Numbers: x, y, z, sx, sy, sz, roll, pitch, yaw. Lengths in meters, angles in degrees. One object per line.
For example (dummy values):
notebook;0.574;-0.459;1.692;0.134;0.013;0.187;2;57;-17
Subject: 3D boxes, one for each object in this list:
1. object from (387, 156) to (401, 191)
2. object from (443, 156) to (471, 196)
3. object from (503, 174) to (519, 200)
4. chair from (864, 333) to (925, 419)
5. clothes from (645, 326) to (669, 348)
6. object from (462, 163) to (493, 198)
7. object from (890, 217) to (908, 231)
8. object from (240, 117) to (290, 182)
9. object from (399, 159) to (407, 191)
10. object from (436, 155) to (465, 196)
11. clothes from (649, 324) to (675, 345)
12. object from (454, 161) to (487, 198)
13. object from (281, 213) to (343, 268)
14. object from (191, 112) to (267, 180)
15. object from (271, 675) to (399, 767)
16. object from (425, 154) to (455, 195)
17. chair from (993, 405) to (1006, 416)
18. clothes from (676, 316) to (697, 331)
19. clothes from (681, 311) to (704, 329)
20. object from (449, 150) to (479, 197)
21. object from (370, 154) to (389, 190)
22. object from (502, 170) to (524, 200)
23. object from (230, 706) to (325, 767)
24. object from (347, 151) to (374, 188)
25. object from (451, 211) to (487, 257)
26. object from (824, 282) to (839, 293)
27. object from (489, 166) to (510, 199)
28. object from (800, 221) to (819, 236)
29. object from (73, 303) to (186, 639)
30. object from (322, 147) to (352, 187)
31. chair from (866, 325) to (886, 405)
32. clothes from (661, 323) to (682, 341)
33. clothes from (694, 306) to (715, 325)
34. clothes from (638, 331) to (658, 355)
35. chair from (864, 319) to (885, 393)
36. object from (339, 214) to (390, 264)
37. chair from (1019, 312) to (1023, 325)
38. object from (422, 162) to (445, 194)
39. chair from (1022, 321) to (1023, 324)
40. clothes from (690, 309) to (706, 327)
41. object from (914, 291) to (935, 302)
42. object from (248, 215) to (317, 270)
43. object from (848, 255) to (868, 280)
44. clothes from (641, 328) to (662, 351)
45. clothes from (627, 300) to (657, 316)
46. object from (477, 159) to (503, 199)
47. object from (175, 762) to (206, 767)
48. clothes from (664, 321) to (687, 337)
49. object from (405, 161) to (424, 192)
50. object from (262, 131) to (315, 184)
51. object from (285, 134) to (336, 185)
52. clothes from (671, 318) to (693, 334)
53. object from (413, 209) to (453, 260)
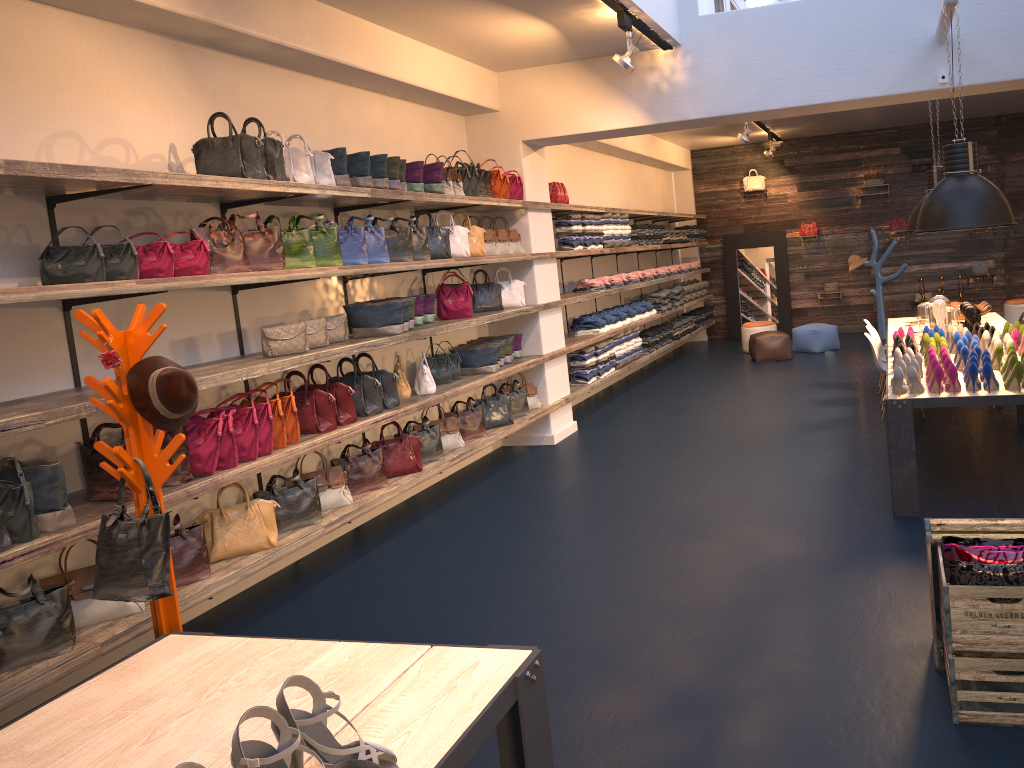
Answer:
object;-0.944;-1.420;5.945;0.402;0.234;0.185;-3;7;13
object;-0.472;-1.666;7.005;0.282;0.351;0.142;-4;6;14
object;-0.063;-1.790;7.925;0.321;0.282;0.241;-10;8;-33
chair;3.697;-0.106;8.364;0.518;0.797;0.491;-3;6;19
clothes;2.050;-0.674;12.394;0.334;0.297;0.323;-3;7;21
object;-0.333;-1.753;7.519;0.352;0.337;0.232;-2;7;26
object;6.685;-2.765;14.999;0.316;0.253;0.141;-5;6;5
object;-1.456;-1.294;4.846;0.404;0.384;0.203;-3;6;19
object;-0.920;-1.451;6.145;0.397;0.234;0.187;-3;7;18
object;-0.545;-1.633;6.839;0.328;0.333;0.177;-1;7;30
clothes;2.187;-0.730;12.710;0.329;0.297;0.328;-2;7;27
object;-0.393;-1.720;7.329;0.314;0.336;0.266;-9;7;-27
object;-1.204;-0.869;5.281;0.407;0.337;0.200;-10;7;-33
object;-1.521;-1.262;4.653;0.412;0.384;0.200;-4;6;12
object;-0.361;0.710;1.777;0.266;0.222;0.125;-3;6;18
object;-0.615;-1.604;6.679;0.328;0.333;0.177;-1;7;30
chair;4.728;-0.148;8.047;0.526;0.797;0.484;-4;6;13
clothes;2.844;-0.998;14.373;0.397;0.250;0.365;-3;7;18
clothes;3.069;-1.088;14.720;0.349;0.297;0.347;-2;7;23
object;-0.416;-1.717;7.137;0.282;0.408;0.142;-4;6;14
object;-0.999;-1.392;5.757;0.405;0.231;0.184;-4;6;11
object;-0.034;-1.825;8.026;0.261;0.309;0.207;-7;6;-18
object;-0.412;0.733;1.647;0.266;0.222;0.125;-3;6;19
object;-1.071;-1.362;5.591;0.395;0.231;0.188;-2;7;20
object;-0.404;-1.226;7.130;0.461;0.384;0.178;-10;7;-33
object;5.669;-1.717;15.416;0.274;0.175;0.102;-6;6;-6
object;-0.164;-1.790;7.771;0.269;0.329;0.214;-8;6;-21
object;5.278;-2.754;15.419;0.314;0.252;0.148;-1;7;30
object;-1.397;0.558;3.376;0.485;1.721;0.407;-11;7;-43
object;-1.152;-1.335;5.408;0.310;0.243;0.199;1;9;39
chair;3.977;-0.220;9.006;0.508;0.797;0.500;-2;7;28
clothes;2.338;-0.791;13.208;0.386;0.250;0.374;-1;8;30
clothes;3.399;-1.228;15.515;0.345;0.297;0.687;-2;8;24
clothes;1.787;-0.563;11.761;0.349;0.297;0.347;-2;7;23
chair;4.221;-0.334;9.667;0.518;0.797;0.491;-3;6;19
object;-0.983;-0.960;5.790;0.407;0.337;0.200;-10;7;-33
chair;5.285;-0.377;9.338;0.515;0.797;0.494;-3;6;22
object;-0.680;-1.518;6.482;0.395;0.234;0.188;-2;7;20
chair;4.951;-0.261;8.716;0.518;0.797;0.491;-3;6;19
clothes;3.195;-1.144;15.037;0.357;0.297;0.331;-4;7;9
object;7.136;-1.510;14.997;0.371;0.173;0.227;-6;7;-5
object;-1.311;-0.816;5.021;0.407;0.321;0.182;-9;7;-31
object;5.810;-1.951;14.551;0.320;0.439;0.374;-3;7;17
clothes;1.914;-0.618;12.078;0.357;0.297;0.331;-4;7;9
clothes;1.756;-1.045;12.047;0.403;0.239;0.453;-2;8;20
object;-0.222;-1.794;7.641;0.269;0.383;0.214;-8;6;-21
object;-0.472;0.760;1.493;0.274;0.222;0.122;-4;6;7
clothes;2.505;-0.859;13.589;0.397;0.250;0.365;-3;7;18
object;-0.818;-1.482;6.305;0.402;0.234;0.185;-3;7;13
object;-1.349;-1.306;5.049;0.412;0.330;0.199;-4;6;11
object;-1.264;-1.340;5.246;0.409;0.330;0.201;-4;6;14
clothes;2.678;-0.930;13.991;0.386;0.250;0.374;-1;8;30
object;-0.649;-1.124;6.557;0.461;0.384;0.178;-10;7;-33
